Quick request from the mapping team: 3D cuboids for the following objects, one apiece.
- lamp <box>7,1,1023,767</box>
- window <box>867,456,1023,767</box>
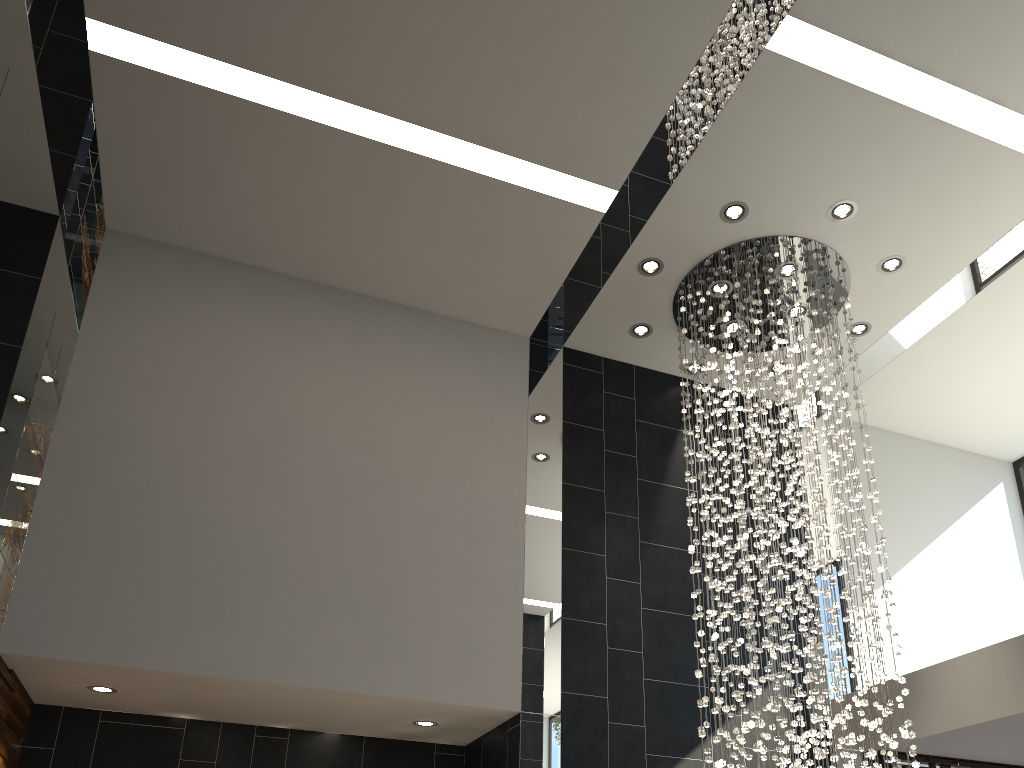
[{"bbox_3d":[-2.304,-38.128,18.020,399.172,104.048,439.490,-2,-32,5],"label":"lamp"},{"bbox_3d":[4.980,1.356,4.582,2.386,5.431,6.684,10,-30,-16],"label":"window"}]
